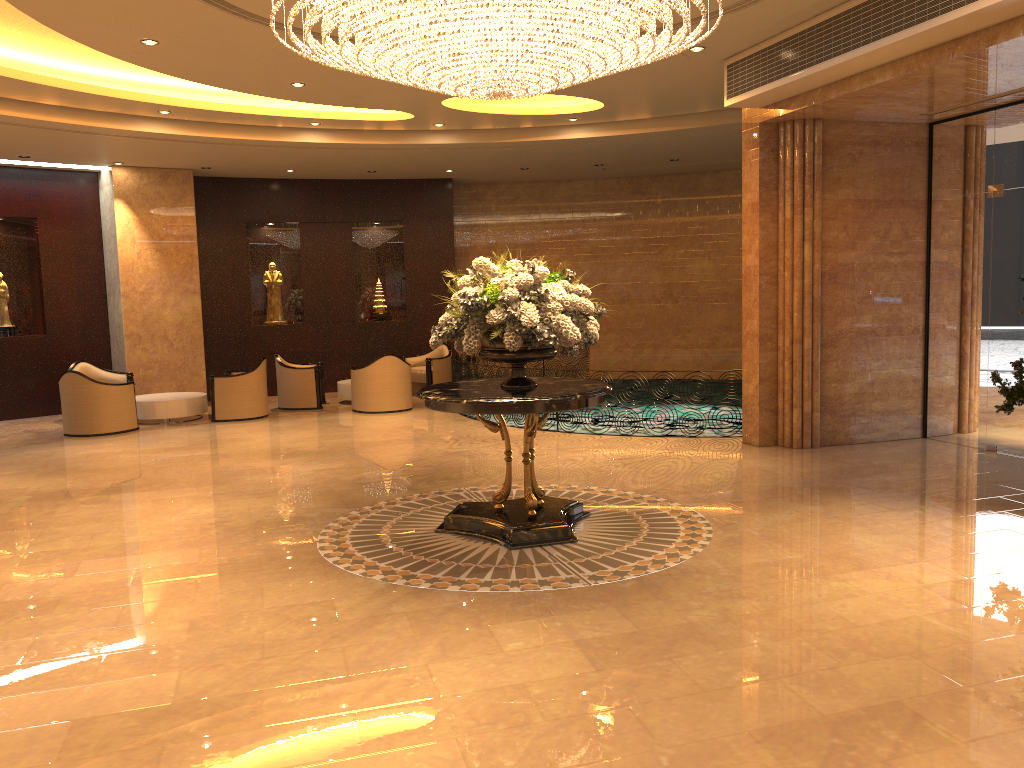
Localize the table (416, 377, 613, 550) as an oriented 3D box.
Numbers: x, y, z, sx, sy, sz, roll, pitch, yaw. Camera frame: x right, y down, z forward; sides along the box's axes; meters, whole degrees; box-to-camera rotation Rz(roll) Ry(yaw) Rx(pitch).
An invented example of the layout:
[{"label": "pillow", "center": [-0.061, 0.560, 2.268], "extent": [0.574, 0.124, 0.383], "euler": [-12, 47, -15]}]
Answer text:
[{"label": "table", "center": [0.033, 0.559, 6.814], "extent": [1.493, 1.089, 1.493], "euler": [-4, 7, -24]}]

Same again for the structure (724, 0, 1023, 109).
[{"label": "structure", "center": [3.081, -3.001, 7.496], "extent": [0.425, 0.483, 4.113], "euler": [-4, 6, -18]}]

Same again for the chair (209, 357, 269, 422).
[{"label": "chair", "center": [-4.145, 0.059, 13.603], "extent": [0.769, 0.916, 0.951], "euler": [-2, 6, -3]}]

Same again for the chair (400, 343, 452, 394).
[{"label": "chair", "center": [-1.481, -0.261, 15.960], "extent": [0.769, 0.916, 0.951], "euler": [-7, 8, -42]}]

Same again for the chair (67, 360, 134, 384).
[{"label": "chair", "center": [-6.523, 0.091, 13.935], "extent": [0.769, 0.916, 0.951], "euler": [2, 7, 32]}]

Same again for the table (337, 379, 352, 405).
[{"label": "table", "center": [-2.390, 0.119, 15.253], "extent": [1.196, 0.354, 1.196], "euler": [-1, 6, 10]}]

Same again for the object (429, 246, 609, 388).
[{"label": "object", "center": [0.031, -0.476, 6.683], "extent": [1.277, 0.999, 1.318], "euler": [0, 6, 13]}]

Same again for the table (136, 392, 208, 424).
[{"label": "table", "center": [-5.316, 0.368, 13.655], "extent": [1.196, 0.354, 1.196], "euler": [-1, 6, 9]}]

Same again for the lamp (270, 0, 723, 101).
[{"label": "lamp", "center": [-0.112, -2.708, 6.454], "extent": [3.206, 1.196, 3.204], "euler": [0, 6, 19]}]

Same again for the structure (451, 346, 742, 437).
[{"label": "structure", "center": [0.912, -0.017, 14.380], "extent": [3.815, 0.995, 7.624], "euler": [-2, 6, 1]}]

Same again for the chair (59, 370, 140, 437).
[{"label": "chair", "center": [-5.854, 0.231, 12.406], "extent": [0.951, 0.916, 0.769], "euler": [0, 6, 17]}]

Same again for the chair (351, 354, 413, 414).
[{"label": "chair", "center": [-2.016, -0.037, 13.948], "extent": [0.951, 0.916, 0.769], "euler": [-4, 6, -23]}]

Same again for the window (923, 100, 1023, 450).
[{"label": "window", "center": [5.252, -0.969, 8.389], "extent": [0.047, 3.571, 3.515], "euler": [-4, 6, -18]}]

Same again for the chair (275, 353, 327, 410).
[{"label": "chair", "center": [-3.514, -0.073, 14.696], "extent": [0.769, 0.916, 0.951], "euler": [-2, 6, -8]}]

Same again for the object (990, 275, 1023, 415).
[{"label": "object", "center": [4.572, -0.250, 7.239], "extent": [1.250, 2.363, 0.843], "euler": [-6, 7, -37]}]

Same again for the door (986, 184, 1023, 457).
[{"label": "door", "center": [5.263, -0.594, 8.428], "extent": [0.195, 2.758, 1.880], "euler": [-4, 6, -18]}]
